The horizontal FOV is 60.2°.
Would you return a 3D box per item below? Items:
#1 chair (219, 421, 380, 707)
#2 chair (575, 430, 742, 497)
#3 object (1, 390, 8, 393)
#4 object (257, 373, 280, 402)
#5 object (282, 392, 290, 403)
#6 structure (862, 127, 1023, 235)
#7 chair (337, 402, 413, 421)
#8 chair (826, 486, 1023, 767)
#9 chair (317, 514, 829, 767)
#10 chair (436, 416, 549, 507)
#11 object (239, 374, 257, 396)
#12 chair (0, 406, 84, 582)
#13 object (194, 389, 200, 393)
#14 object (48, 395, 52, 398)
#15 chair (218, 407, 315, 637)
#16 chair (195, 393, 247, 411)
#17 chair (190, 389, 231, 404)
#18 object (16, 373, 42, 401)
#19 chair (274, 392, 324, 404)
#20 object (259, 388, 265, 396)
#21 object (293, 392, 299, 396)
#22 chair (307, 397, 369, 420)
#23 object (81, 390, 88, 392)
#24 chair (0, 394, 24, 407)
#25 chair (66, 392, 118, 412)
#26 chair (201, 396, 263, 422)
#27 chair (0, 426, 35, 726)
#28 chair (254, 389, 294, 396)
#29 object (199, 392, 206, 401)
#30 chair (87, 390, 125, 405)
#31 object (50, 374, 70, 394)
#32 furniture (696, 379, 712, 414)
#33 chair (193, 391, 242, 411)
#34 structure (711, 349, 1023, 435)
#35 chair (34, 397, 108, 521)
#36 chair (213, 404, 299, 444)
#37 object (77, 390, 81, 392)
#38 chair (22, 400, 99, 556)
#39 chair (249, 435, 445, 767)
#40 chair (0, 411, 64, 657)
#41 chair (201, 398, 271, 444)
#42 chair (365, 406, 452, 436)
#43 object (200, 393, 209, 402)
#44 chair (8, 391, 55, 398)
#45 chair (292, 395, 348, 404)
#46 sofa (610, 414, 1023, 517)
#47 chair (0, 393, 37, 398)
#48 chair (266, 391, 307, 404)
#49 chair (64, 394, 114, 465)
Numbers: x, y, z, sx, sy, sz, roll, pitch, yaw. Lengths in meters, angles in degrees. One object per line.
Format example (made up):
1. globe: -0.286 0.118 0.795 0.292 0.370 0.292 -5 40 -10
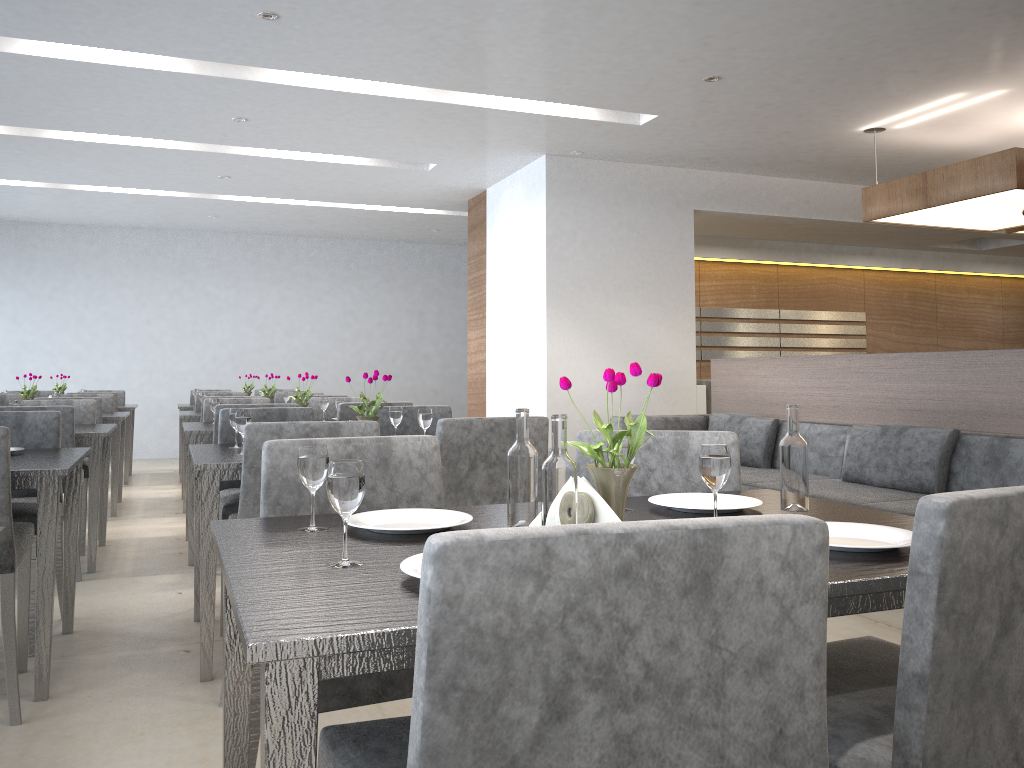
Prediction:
1. chair: -0.624 0.486 2.690 0.477 0.766 0.490 1 -3 -16
2. chair: 0.304 0.493 1.830 0.477 0.766 0.490 0 -3 9
3. object: -4.259 0.120 7.413 0.053 0.140 0.053 -2 -4 27
4. object: -1.734 0.060 6.300 0.154 0.278 0.103 1 -4 -24
5. object: -1.658 0.127 6.489 0.053 0.140 0.053 -2 -4 27
6. structure: 3.880 -1.369 5.144 2.445 0.621 2.436 0 0 -21
7. chair: -0.764 0.469 4.509 0.476 0.766 0.490 1 -3 -26
8. chair: 0.517 0.499 1.206 0.476 0.766 0.490 1 -3 -26
9. chair: 0.047 0.502 0.962 0.477 0.766 0.490 1 -3 -16
10. chair: -0.153 0.483 2.934 0.476 0.766 0.490 1 -3 -26
11. object: -2.376 0.045 7.957 0.154 0.278 0.103 1 -4 -24
12. chair: -2.180 0.475 3.962 0.476 0.766 0.490 1 -3 -26
13. object: -2.742 0.116 7.687 0.053 0.140 0.053 -2 -4 27
14. object: -3.850 0.140 7.376 0.203 0.100 0.070 0 -2 39
15. chair: -0.893 0.480 3.360 0.476 0.766 0.490 1 -3 -26
16. chair: -2.121 0.452 6.526 0.476 0.766 0.490 1 -3 -26
17. chair: -2.763 0.437 8.183 0.476 0.766 0.490 1 -3 -26
18. object: -3.150 0.066 5.754 0.154 0.278 0.103 1 -4 -24
19. chair: -1.609 0.449 6.715 0.477 0.766 0.490 1 -3 -16
20. object: -2.309 0.111 8.166 0.053 0.140 0.053 -2 -4 27
21. object: -1.527 0.128 6.283 0.053 0.140 0.053 -2 -4 27
22. chair: -0.992 0.464 5.124 0.477 0.766 0.490 1 -3 -16
23. object: -3.589 0.119 7.415 0.053 0.140 0.053 -2 -4 27
24. chair: -3.537 0.458 5.980 0.476 0.766 0.490 1 -3 -26
25. chair: -3.440 0.446 7.209 0.476 0.766 0.490 1 -3 -26
26. chair: -1.852 0.458 5.856 0.477 0.766 0.490 1 -3 -16
27. chair: -1.569 0.490 2.387 0.476 0.766 0.490 1 -3 -26
28. chair: -2.252 0.434 8.372 0.477 0.766 0.490 1 -3 -16
29. object: -2.197 0.129 6.281 0.053 0.140 0.053 -2 -4 27
30. chair: -3.668 0.441 7.825 0.477 0.766 0.490 1 -3 -16
31. object: -3.792 0.051 7.410 0.154 0.278 0.103 1 -4 -24
32. furniture: 4.353 0.395 6.990 5.644 0.857 4.246 0 0 -21
33. chair: -2.495 0.443 7.513 0.477 0.766 0.490 1 -3 -16
34. structure: 2.184 0.343 4.482 0.224 1.011 3.764 1 0 -21
35. chair: -2.797 0.461 5.553 0.476 0.766 0.490 1 -3 -26
36. chair: -1.235 0.472 4.265 0.477 0.766 0.490 1 -3 -16
37. object: -3.720 0.118 7.621 0.053 0.140 0.053 -2 -4 27
38. chair: -2.408 0.470 4.577 0.477 0.766 0.490 1 -3 -16
39. chair: -0.233 0.496 1.631 0.476 0.766 0.490 1 -3 -26
40. chair: -1.797 0.484 3.002 0.477 0.766 0.490 1 -3 -16
41. chair: -1.504 0.466 4.935 0.476 0.766 0.490 1 -3 -26
42. chair: -0.381 0.478 3.549 0.477 0.766 0.490 1 -3 -16
43. object: -2.092 0.131 6.010 0.053 0.140 0.053 -2 -4 27
44. chair: -4.179 0.443 7.636 0.476 0.766 0.490 1 -3 -26
45. chair: -1.381 0.455 6.100 0.476 0.766 0.490 1 -3 -26
46. sofa: 1.700 0.538 4.275 0.835 0.630 3.789 0 0 -21
47. chair: -3.910 0.449 6.966 0.477 0.766 0.490 1 -3 -16
48. chair: -2.024 0.440 7.756 0.476 0.766 0.490 1 -3 -26
49. chair: -3.025 0.456 6.169 0.477 0.766 0.490 1 -3 -16
